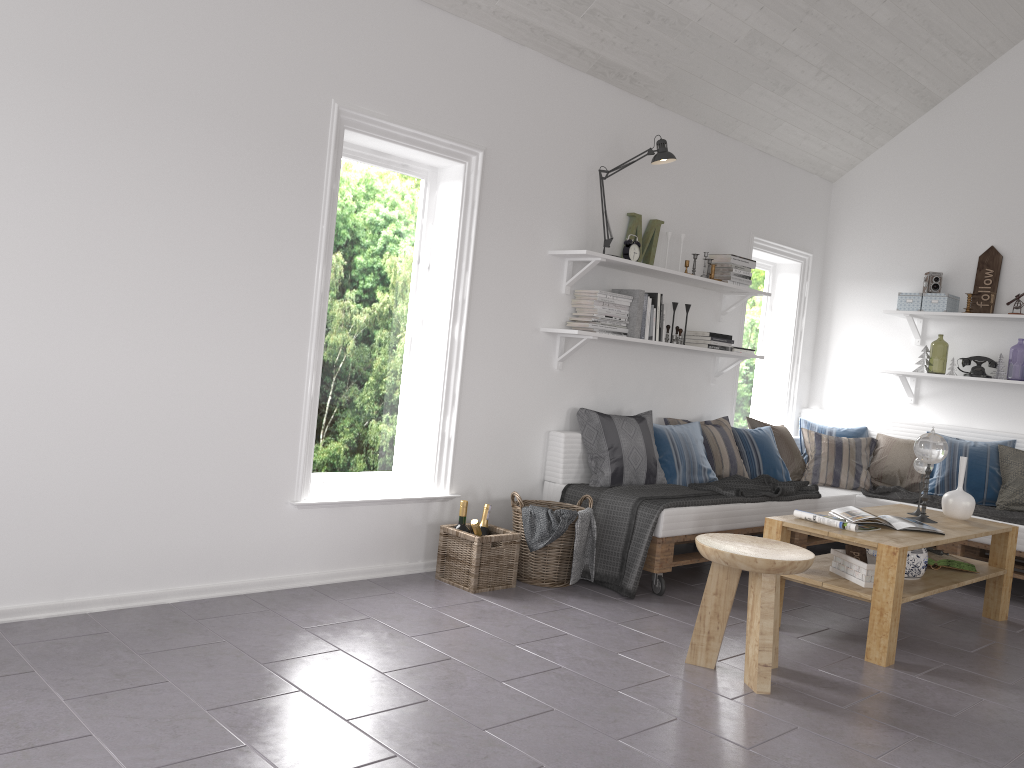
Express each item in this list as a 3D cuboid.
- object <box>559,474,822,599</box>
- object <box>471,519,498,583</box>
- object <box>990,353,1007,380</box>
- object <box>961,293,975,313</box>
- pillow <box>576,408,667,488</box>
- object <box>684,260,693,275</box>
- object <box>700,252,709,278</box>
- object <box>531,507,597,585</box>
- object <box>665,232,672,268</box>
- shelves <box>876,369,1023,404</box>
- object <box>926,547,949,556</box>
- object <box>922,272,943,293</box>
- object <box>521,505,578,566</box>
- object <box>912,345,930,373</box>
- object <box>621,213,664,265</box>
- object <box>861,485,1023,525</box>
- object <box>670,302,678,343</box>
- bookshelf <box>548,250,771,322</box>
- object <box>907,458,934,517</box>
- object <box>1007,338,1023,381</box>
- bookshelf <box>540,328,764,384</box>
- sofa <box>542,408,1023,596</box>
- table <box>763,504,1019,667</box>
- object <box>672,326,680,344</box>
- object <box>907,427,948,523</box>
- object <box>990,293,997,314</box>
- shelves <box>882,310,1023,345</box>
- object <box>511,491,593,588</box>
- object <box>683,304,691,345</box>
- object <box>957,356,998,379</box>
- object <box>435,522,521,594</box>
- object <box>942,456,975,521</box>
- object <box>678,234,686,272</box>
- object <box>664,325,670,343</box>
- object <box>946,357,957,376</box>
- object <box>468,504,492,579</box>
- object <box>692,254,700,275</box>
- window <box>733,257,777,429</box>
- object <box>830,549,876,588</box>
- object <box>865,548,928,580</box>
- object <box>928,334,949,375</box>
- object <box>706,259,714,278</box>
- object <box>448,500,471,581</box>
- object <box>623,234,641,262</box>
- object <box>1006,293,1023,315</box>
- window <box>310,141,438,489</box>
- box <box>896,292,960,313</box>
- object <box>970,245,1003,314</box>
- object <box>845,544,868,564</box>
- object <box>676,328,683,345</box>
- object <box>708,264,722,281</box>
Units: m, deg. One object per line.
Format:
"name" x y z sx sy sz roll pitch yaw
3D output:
"object" 1.056 0.774 5.006 1.892 0.533 0.685 4 3 -44
"object" -0.131 0.780 4.142 0.095 0.332 0.284 7 2 25
"object" 3.159 -0.114 5.745 0.007 0.176 0.127 4 2 -38
"object" 3.014 -0.533 5.849 0.085 0.152 0.085 5 2 -20
"pillow" 0.609 0.361 4.910 0.534 0.444 0.301 5 2 -27
"object" 1.022 -0.681 5.193 0.088 0.085 0.088 5 2 -21
"object" 1.157 -0.710 5.319 0.066 0.160 0.066 7 2 33
"object" 0.212 0.773 4.366 0.349 0.356 0.290 7 2 40
"object" 0.931 -0.782 5.324 0.084 0.256 0.084 6 2 15
"shelves" 3.233 0.094 5.587 0.269 0.212 1.820 4 3 -44
"object" 2.040 0.825 4.391 0.176 0.029 0.195 5 2 -34
"object" 2.887 -0.686 6.070 0.121 0.157 0.117 6 2 6
"object" 0.176 0.753 4.321 0.303 0.332 0.367 6 2 2
"object" 2.811 -0.169 6.035 0.107 0.195 0.113 4 2 -37
"object" 0.753 -0.821 5.172 0.330 0.311 0.052 4 3 -44
"object" 2.812 0.950 5.415 1.449 0.508 0.716 7 2 36
"object" 0.976 -0.365 5.374 0.085 0.259 0.085 6 2 15
"bookshelf" 0.931 -0.543 5.243 1.820 0.212 0.269 4 3 -44
"object" 2.110 0.512 4.569 0.109 0.329 0.109 6 2 15
"object" 3.206 -0.152 5.610 0.111 0.270 0.111 5 2 -26
"bookshelf" 0.889 -0.135 5.256 1.820 0.212 0.269 4 3 -44
"sofa" 1.887 0.665 5.087 2.855 0.932 2.017 4 3 -44
"table" 1.840 0.903 4.259 1.457 0.485 0.607 4 3 -44
"object" 0.988 -0.290 5.326 0.058 0.117 0.032 5 2 -33
"object" 2.054 0.443 4.379 0.155 0.468 0.155 7 2 25
"object" 3.119 -0.517 5.764 0.052 0.148 0.052 6 2 8
"shelves" 3.274 -0.314 5.574 0.269 0.212 1.820 4 3 -44
"object" 0.179 0.756 4.392 0.393 0.432 0.393 7 2 33
"object" 1.063 -0.357 5.419 0.085 0.259 0.085 6 2 15
"object" 3.041 -0.111 5.804 0.171 0.146 0.203 5 2 -20
"object" -0.161 0.821 4.198 0.276 0.270 0.276 4 3 -44
"object" 2.299 0.536 4.551 0.155 0.325 0.155 6 2 17
"object" 1.016 -0.773 5.341 0.084 0.256 0.084 6 2 15
"object" 0.927 -0.295 5.292 0.032 0.117 0.058 7 2 20
"object" 2.907 -0.118 5.849 0.072 0.124 0.068 7 2 31
"object" -0.164 0.759 4.279 0.127 0.361 0.094 4 3 -44
"object" 1.096 -0.713 5.327 0.055 0.153 0.055 7 2 24
"window" 1.668 -0.134 6.545 0.685 1.655 0.052 4 3 -44
"object" 1.536 0.808 3.880 0.155 0.102 0.281 5 2 -11
"object" 1.761 0.798 4.109 0.302 0.161 0.302 8 3 42
"object" 2.865 -0.198 5.955 0.111 0.270 0.111 5 2 -26
"object" 1.218 -0.705 5.488 0.055 0.153 0.055 6 2 14
"object" -0.244 0.739 4.198 0.095 0.377 0.095 6 2 -8
"object" 0.667 -0.749 4.943 0.120 0.165 0.050 4 3 -44
"object" 3.226 -0.514 5.664 0.092 0.172 0.177 6 2 14
"window" -0.691 -0.300 4.237 0.685 1.655 0.117 4 3 -44
"box" 2.858 -0.545 6.084 0.242 0.131 0.332 4 3 -44
"object" 3.152 -0.683 5.889 0.053 0.480 0.154 4 2 -39
"object" 1.534 0.785 3.945 0.090 0.139 0.182 6 2 11
"object" 0.998 -0.280 5.270 0.032 0.102 0.058 7 2 41
"object" 1.220 -0.675 5.392 0.124 0.100 0.124 5 2 -21
